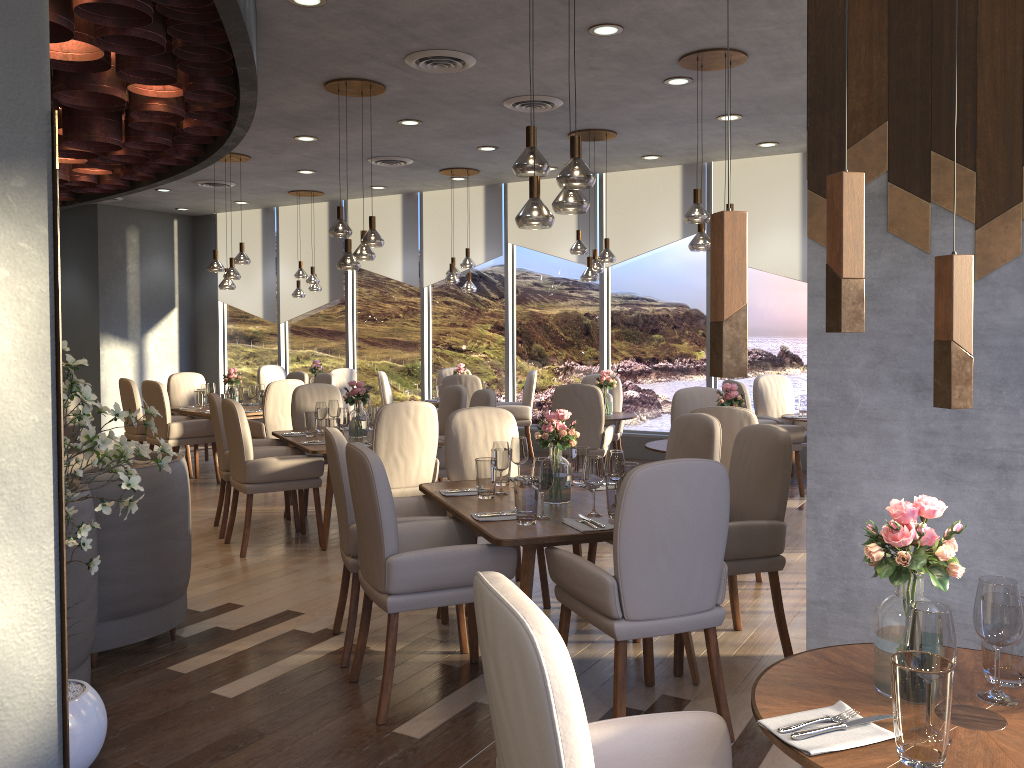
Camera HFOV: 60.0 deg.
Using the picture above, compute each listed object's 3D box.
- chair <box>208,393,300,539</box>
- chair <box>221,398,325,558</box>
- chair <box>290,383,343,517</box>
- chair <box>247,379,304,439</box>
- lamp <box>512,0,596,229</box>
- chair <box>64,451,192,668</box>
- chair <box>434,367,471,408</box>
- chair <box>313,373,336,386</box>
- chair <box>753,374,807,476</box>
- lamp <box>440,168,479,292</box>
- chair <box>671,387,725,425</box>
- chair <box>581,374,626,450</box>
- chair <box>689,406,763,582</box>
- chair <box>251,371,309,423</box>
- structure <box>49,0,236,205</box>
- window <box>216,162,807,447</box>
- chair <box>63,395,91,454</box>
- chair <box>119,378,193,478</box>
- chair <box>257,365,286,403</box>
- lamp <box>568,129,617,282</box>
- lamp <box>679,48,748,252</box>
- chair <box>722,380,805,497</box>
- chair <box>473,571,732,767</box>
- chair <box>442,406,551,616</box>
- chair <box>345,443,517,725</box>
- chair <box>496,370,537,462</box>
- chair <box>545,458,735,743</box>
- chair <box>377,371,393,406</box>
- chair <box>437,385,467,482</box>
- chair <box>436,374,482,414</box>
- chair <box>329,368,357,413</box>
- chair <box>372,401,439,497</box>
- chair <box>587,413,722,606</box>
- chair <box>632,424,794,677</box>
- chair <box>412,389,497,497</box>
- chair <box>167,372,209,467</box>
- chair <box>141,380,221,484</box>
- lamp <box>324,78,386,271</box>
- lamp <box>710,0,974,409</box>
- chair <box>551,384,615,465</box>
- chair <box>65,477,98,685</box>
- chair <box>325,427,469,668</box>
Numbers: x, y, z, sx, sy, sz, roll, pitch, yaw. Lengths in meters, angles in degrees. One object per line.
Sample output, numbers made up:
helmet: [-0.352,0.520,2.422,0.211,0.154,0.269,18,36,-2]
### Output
chair: [-1.879,0.555,6.429,0.600,0.999,0.528,-1,2,-24]
chair: [-1.612,0.583,5.926,0.600,0.999,0.528,-2,2,-31]
chair: [-1.534,0.508,7.204,0.528,0.999,0.600,-1,2,-24]
chair: [-2.264,0.443,8.375,0.600,0.999,0.528,2,3,44]
lamp: [0.182,-1.342,3.893,0.439,1.325,0.440,0,2,15]
chair: [-1.819,0.768,4.152,0.596,0.837,0.774,-2,3,-40]
chair: [-0.652,0.317,10.390,0.528,0.999,0.600,-1,2,-7]
chair: [-2.163,0.393,9.229,0.600,0.999,0.528,-2,3,-40]
chair: [2.589,0.418,8.347,0.528,0.999,0.600,-1,2,-16]
lamp: [-0.576,-1.683,9.802,0.439,1.325,0.440,0,2,23]
chair: [1.382,0.538,6.417,0.528,0.999,0.600,0,2,6]
chair: [0.843,0.412,8.622,0.528,0.999,0.600,0,2,11]
chair: [1.218,0.606,5.268,0.528,0.999,0.600,0,2,7]
chair: [-2.546,0.371,9.645,0.528,0.999,0.600,2,3,44]
structure: [-3.530,-1.991,6.246,2.756,0.556,9.461,-2,4,-30]
window: [1.541,-0.818,6.526,8.061,3.196,16.139,-1,3,-15]
chair: [-4.606,0.499,9.013,0.595,0.836,0.775,-1,2,-10]
chair: [-3.527,0.429,8.738,0.600,0.999,0.528,-2,3,-40]
chair: [-3.044,0.252,11.720,0.600,0.999,0.528,2,3,43]
lamp: [0.729,-1.585,8.009,0.439,1.325,0.440,1,2,33]
lamp: [1.316,-1.460,5.807,0.439,1.325,0.439,1,2,38]
chair: [2.156,0.459,7.696,0.600,0.999,0.529,-1,2,-13]
chair: [0.244,0.827,1.579,0.600,0.999,0.529,-1,2,-17]
chair: [-0.101,0.643,4.758,0.528,0.999,0.600,-1,2,-16]
chair: [-0.339,0.718,3.501,0.600,0.999,0.528,-1,2,-24]
chair: [-0.021,0.344,9.860,0.600,0.999,0.529,0,2,-3]
chair: [0.461,0.731,3.202,0.528,0.999,0.600,-1,2,-22]
chair: [-1.181,0.353,9.814,0.600,0.999,0.529,0,2,-4]
chair: [-0.676,0.514,7.012,0.600,0.999,0.528,-1,2,-29]
chair: [-0.537,0.384,9.235,0.528,0.999,0.600,-1,2,-7]
chair: [-2.224,0.296,10.898,0.600,0.999,0.528,2,3,44]
chair: [-0.769,0.590,5.721,0.528,0.999,0.600,-1,2,-29]
chair: [0.716,0.656,4.458,0.600,0.999,0.528,-1,2,-22]
chair: [0.895,0.686,3.921,0.600,0.999,0.529,-1,2,-16]
chair: [-0.430,0.543,6.503,0.600,0.999,0.528,-1,2,-24]
chair: [-3.422,0.379,9.579,0.528,0.999,0.600,-2,3,-41]
chair: [-3.126,0.451,8.334,0.528,0.999,0.600,1,3,42]
lamp: [-1.129,-1.482,6.418,0.439,1.325,0.439,1,2,35]
lamp: [0.865,-0.917,1.722,1.161,1.930,0.118,-1,2,-15]
chair: [0.591,0.479,7.489,0.528,0.999,0.600,0,2,12]
chair: [-1.870,0.822,3.224,0.595,0.837,0.775,1,3,40]
chair: [-0.541,0.688,4.033,0.600,0.999,0.529,-1,2,-16]
